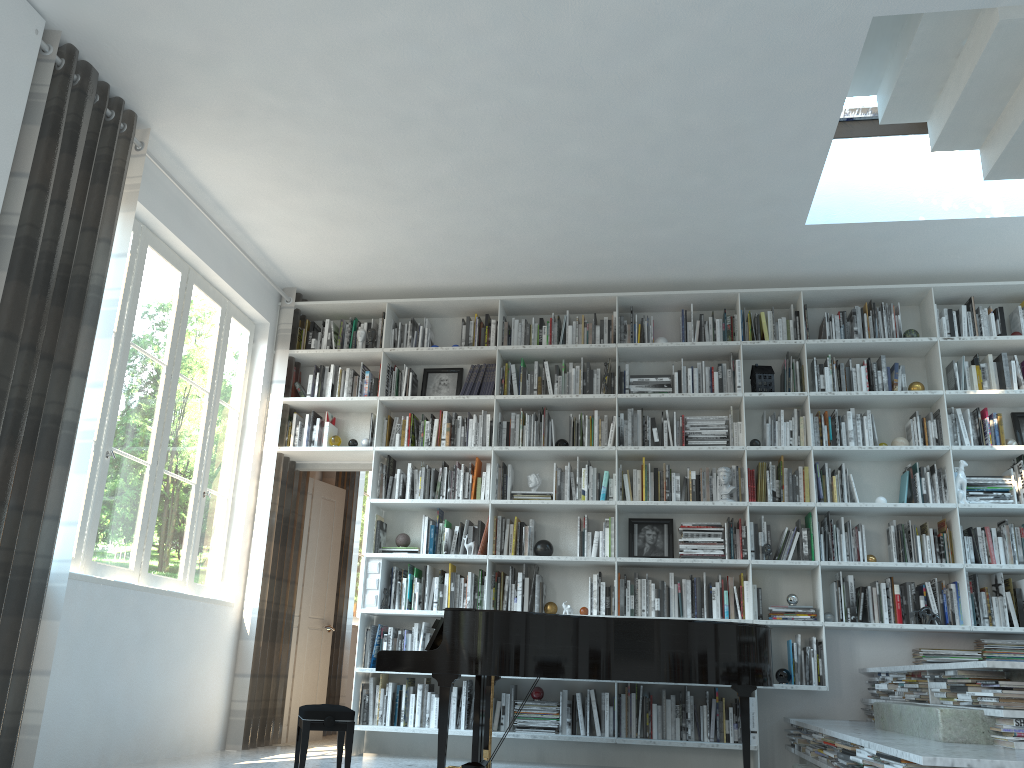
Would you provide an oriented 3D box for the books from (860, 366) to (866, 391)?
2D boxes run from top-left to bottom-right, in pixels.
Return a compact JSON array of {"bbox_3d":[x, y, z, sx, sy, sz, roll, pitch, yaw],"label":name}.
[{"bbox_3d":[2.355,0.009,5.987,0.021,0.208,0.181,-1,-18,9],"label":"books"}]

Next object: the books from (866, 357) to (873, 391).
[{"bbox_3d":[2.419,-0.019,6.016,0.012,0.284,0.160,-1,-18,9],"label":"books"}]

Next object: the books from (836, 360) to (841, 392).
[{"bbox_3d":[2.218,-0.011,6.052,0.012,0.275,0.133,-1,-18,9],"label":"books"}]

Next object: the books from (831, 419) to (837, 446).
[{"bbox_3d":[2.140,0.363,5.932,0.026,0.215,0.162,-1,-18,9],"label":"books"}]

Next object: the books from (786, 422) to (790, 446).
[{"bbox_3d":[1.844,0.373,5.964,0.027,0.196,0.185,-1,-18,9],"label":"books"}]

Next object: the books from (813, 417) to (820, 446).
[{"bbox_3d":[2.039,0.355,5.962,0.030,0.241,0.138,-1,-18,9],"label":"books"}]

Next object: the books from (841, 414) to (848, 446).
[{"bbox_3d":[2.220,0.343,5.927,0.011,0.256,0.132,-1,-18,9],"label":"books"}]

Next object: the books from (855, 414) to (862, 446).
[{"bbox_3d":[2.292,0.344,5.900,0.025,0.244,0.184,-1,-18,9],"label":"books"}]

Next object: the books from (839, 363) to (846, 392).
[{"bbox_3d":[2.233,-0.002,6.021,0.027,0.240,0.160,-1,-18,9],"label":"books"}]

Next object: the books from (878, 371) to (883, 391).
[{"bbox_3d":[2.464,0.025,5.980,0.027,0.181,0.177,-1,-18,9],"label":"books"}]

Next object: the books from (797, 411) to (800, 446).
[{"bbox_3d":[1.918,0.336,5.971,0.025,0.276,0.173,-1,-18,9],"label":"books"}]

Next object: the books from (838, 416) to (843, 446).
[{"bbox_3d":[2.176,0.348,5.916,0.022,0.236,0.165,-1,-18,9],"label":"books"}]

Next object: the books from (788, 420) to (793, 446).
[{"bbox_3d":[1.865,0.366,5.963,0.029,0.210,0.158,-1,-18,9],"label":"books"}]

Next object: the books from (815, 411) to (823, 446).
[{"bbox_3d":[2.061,0.336,5.960,0.014,0.277,0.154,-1,-18,9],"label":"books"}]

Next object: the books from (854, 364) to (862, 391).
[{"bbox_3d":[2.337,0.000,6.009,0.023,0.236,0.150,-1,-18,9],"label":"books"}]

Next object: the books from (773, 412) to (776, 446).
[{"bbox_3d":[1.770,0.340,6.001,0.019,0.274,0.146,-1,-18,9],"label":"books"}]

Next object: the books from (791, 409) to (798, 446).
[{"bbox_3d":[1.903,0.329,5.978,0.028,0.292,0.155,-1,-18,9],"label":"books"}]

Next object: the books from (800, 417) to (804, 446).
[{"bbox_3d":[1.931,0.353,5.946,0.028,0.229,0.177,-1,-18,9],"label":"books"}]

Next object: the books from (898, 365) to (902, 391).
[{"bbox_3d":[2.586,0.006,5.965,0.048,0.216,0.183,-1,-18,9],"label":"books"}]

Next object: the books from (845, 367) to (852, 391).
[{"bbox_3d":[2.277,0.013,6.033,0.028,0.222,0.142,-1,-18,9],"label":"books"}]

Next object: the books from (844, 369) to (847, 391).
[{"bbox_3d":[2.256,0.016,6.031,0.014,0.214,0.132,-1,-18,9],"label":"books"}]

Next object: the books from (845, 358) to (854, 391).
[{"bbox_3d":[2.298,-0.017,6.035,0.013,0.283,0.155,-1,-18,9],"label":"books"}]

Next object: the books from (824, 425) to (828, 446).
[{"bbox_3d":[2.090,0.382,5.936,0.021,0.178,0.137,-1,-18,9],"label":"books"}]

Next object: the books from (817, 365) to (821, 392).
[{"bbox_3d":[2.088,0.006,6.060,0.012,0.239,0.139,-1,-18,9],"label":"books"}]

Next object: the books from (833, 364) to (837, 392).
[{"bbox_3d":[2.185,0.005,6.039,0.012,0.235,0.166,-1,-18,9],"label":"books"}]

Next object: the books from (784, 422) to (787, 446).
[{"bbox_3d":[1.825,0.373,5.964,0.024,0.194,0.173,-1,-18,9],"label":"books"}]

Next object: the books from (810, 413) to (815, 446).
[{"bbox_3d":[1.994,0.344,5.947,0.028,0.250,0.190,-1,-18,9],"label":"books"}]

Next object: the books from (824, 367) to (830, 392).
[{"bbox_3d":[2.128,0.013,6.025,0.026,0.207,0.181,-1,-18,9],"label":"books"}]

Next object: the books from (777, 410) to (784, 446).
[{"bbox_3d":[1.809,0.331,5.968,0.028,0.274,0.187,-1,-18,9],"label":"books"}]

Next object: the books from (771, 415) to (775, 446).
[{"bbox_3d":[1.755,0.353,5.998,0.028,0.249,0.165,-1,-18,9],"label":"books"}]

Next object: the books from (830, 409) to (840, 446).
[{"bbox_3d":[2.158,0.326,5.920,0.014,0.279,0.178,-1,-18,9],"label":"books"}]

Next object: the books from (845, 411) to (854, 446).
[{"bbox_3d":[2.237,0.332,5.902,0.030,0.262,0.182,-1,-18,9],"label":"books"}]

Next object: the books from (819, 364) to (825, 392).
[{"bbox_3d":[2.106,0.002,6.052,0.026,0.242,0.148,-1,-18,9],"label":"books"}]

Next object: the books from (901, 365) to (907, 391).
[{"bbox_3d":[2.625,0.005,5.978,0.026,0.228,0.141,-1,-18,9],"label":"books"}]

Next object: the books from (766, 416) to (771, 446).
[{"bbox_3d":[1.739,0.358,6.005,0.024,0.242,0.160,-1,-18,9],"label":"books"}]

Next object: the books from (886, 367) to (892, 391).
[{"bbox_3d":[2.522,0.010,5.977,0.030,0.212,0.157,-1,-18,9],"label":"books"}]

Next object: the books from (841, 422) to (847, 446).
[{"bbox_3d":[2.200,0.371,5.915,0.025,0.193,0.171,-1,-18,9],"label":"books"}]

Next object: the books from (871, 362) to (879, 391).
[{"bbox_3d":[2.436,-0.003,5.989,0.030,0.237,0.186,-1,-18,9],"label":"books"}]

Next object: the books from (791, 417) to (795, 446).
[{"bbox_3d":[1.885,0.357,5.970,0.024,0.233,0.150,-1,-18,9],"label":"books"}]

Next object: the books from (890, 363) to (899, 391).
[{"bbox_3d":[2.562,-0.005,5.963,0.054,0.234,0.172,-1,-18,9],"label":"books"}]

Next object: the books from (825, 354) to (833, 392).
[{"bbox_3d":[2.162,-0.031,6.045,0.014,0.305,0.153,-1,-18,9],"label":"books"}]

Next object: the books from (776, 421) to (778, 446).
[{"bbox_3d":[1.780,0.373,5.988,0.023,0.206,0.171,-1,-18,9],"label":"books"}]

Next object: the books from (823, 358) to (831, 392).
[{"bbox_3d":[2.150,-0.018,6.049,0.011,0.282,0.173,-1,-18,9],"label":"books"}]

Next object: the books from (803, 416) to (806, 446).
[{"bbox_3d":[1.953,0.354,5.959,0.026,0.237,0.173,-1,-18,9],"label":"books"}]

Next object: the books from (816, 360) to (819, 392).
[{"bbox_3d":[2.078,-0.011,6.073,0.011,0.279,0.134,-1,-18,9],"label":"books"}]

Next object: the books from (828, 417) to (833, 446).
[{"bbox_3d":[2.121,0.353,5.936,0.013,0.235,0.158,-1,-18,9],"label":"books"}]

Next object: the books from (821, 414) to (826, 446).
[{"bbox_3d":[2.072,0.346,5.937,0.014,0.247,0.177,-1,-18,9],"label":"books"}]

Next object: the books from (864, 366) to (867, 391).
[{"bbox_3d":[2.373,0.007,6.000,0.011,0.221,0.159,-1,-18,9],"label":"books"}]

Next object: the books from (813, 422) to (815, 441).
[{"bbox_3d":[2.018,0.372,5.964,0.013,0.209,0.140,-1,-18,9],"label":"books"}]

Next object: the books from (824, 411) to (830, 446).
[{"bbox_3d":[2.112,0.337,5.964,0.014,0.283,0.136,-1,-18,9],"label":"books"}]

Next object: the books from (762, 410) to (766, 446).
[{"bbox_3d":[1.708,0.338,6.017,0.018,0.284,0.160,-1,-18,9],"label":"books"}]

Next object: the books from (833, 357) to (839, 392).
[{"bbox_3d":[2.201,-0.022,6.051,0.021,0.295,0.139,-1,-18,9],"label":"books"}]

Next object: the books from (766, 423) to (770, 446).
[{"bbox_3d":[1.716,0.379,5.980,0.028,0.185,0.182,-1,-18,9],"label":"books"}]

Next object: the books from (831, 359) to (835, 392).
[{"bbox_3d":[2.173,-0.014,6.037,0.010,0.267,0.166,-1,-18,9],"label":"books"}]

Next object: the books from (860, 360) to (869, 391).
[{"bbox_3d":[2.386,-0.013,6.006,0.012,0.263,0.157,-1,-18,9],"label":"books"}]

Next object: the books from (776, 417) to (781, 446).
[{"bbox_3d":[1.795,0.357,5.985,0.023,0.235,0.179,-1,-18,9],"label":"books"}]

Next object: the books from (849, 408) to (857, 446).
[{"bbox_3d":[2.269,0.325,5.926,0.027,0.294,0.160,-1,-18,9],"label":"books"}]

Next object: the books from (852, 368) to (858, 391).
[{"bbox_3d":[2.315,0.014,6.021,0.025,0.215,0.144,-1,-18,9],"label":"books"}]

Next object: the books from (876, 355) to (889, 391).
[{"bbox_3d":[2.492,-0.029,5.979,0.029,0.284,0.184,-1,-18,9],"label":"books"}]
